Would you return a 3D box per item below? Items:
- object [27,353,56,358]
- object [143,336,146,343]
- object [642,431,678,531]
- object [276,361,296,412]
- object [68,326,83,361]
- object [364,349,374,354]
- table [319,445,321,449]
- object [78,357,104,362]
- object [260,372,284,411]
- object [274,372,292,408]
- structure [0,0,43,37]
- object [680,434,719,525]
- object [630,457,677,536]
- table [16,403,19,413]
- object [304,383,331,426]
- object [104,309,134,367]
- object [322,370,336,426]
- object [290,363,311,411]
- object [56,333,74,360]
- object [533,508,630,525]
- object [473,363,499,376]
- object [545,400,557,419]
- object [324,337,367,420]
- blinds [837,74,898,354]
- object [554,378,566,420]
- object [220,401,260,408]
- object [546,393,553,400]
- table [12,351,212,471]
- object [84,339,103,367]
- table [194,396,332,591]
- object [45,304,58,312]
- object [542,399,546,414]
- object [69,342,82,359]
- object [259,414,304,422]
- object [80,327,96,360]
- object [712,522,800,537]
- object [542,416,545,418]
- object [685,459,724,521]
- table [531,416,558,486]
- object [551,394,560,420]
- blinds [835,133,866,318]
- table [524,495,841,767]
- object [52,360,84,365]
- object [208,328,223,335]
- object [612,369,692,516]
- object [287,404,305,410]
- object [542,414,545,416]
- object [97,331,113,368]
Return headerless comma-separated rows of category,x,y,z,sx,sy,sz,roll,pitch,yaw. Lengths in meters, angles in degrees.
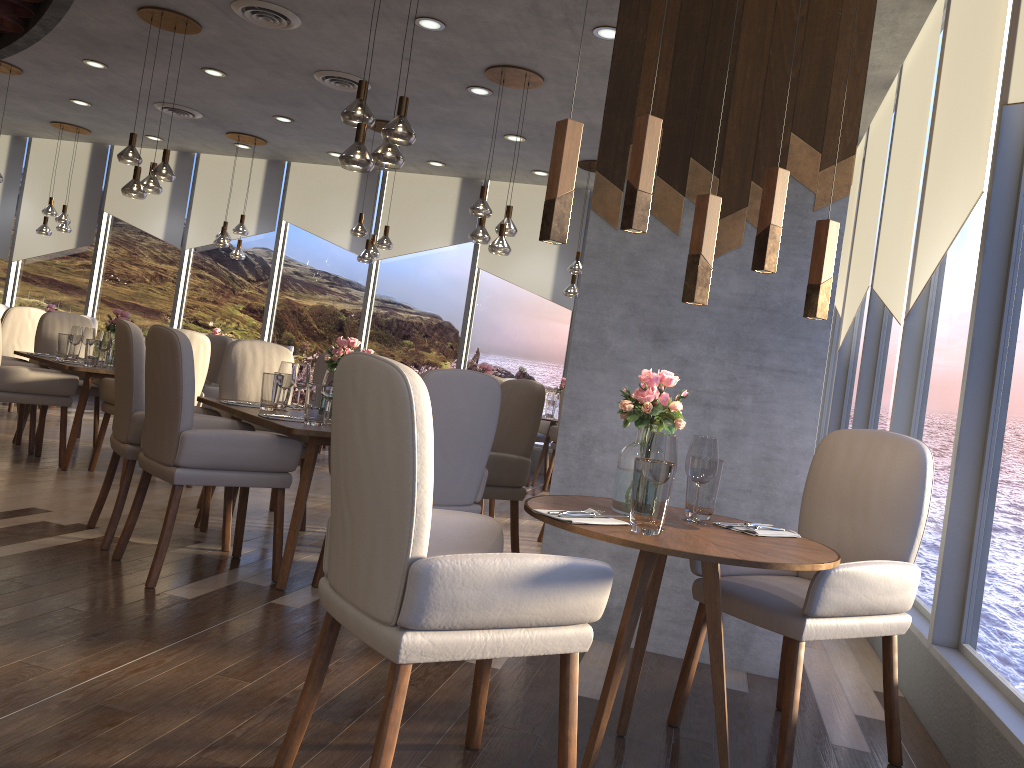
object,-3.309,-0.205,6.324,0.254,0.019,0.158,8,0,-42
object,-2.573,-0.209,6.085,0.092,0.245,0.092,9,-1,-21
object,0.372,0.247,2.279,0.092,0.245,0.092,8,-1,4
object,-1.128,0.012,4.404,0.092,0.245,0.092,8,-1,9
object,-3.130,-0.293,6.351,0.092,0.245,0.092,8,-1,5
object,-1.398,-0.132,8.394,0.210,0.416,0.198,9,-1,-14
table,-1.617,0.381,8.371,0.832,0.662,0.835,9,0,-27
object,-3.172,-0.187,6.712,0.157,0.019,0.255,8,0,-41
object,-1.170,0.040,4.300,0.102,0.178,0.102,8,-1,3
object,-1.205,0.033,4.640,0.102,0.178,0.102,8,-1,-6
structure,-4.712,-2.822,5.554,9.473,0.557,2.747,9,0,43
object,0.530,0.269,2.506,0.092,0.245,0.092,7,-2,36
object,0.340,0.276,2.172,0.102,0.178,0.102,8,-1,-2
table,-5.237,-0.153,8.237,1.309,0.666,0.962,8,0,30
object,-0.846,0.090,3.828,0.102,0.178,0.102,8,-1,-7
object,-2.817,-0.329,6.336,0.209,0.416,0.198,9,-1,-29
object,-0.804,0.062,3.932,0.092,0.245,0.092,8,-1,9
object,-1.100,0.015,4.601,0.092,0.245,0.092,8,-1,16
object,-3.155,-0.263,6.243,0.102,0.178,0.102,9,-1,-26
object,0.192,0.335,2.264,0.254,0.019,0.158,8,0,-38
object,-0.213,0.052,6.532,0.209,0.416,0.198,9,-1,-29
object,0.365,0.246,8.483,0.102,0.178,0.102,9,-1,-15
object,-0.829,-0.026,4.308,0.210,0.416,0.198,9,-1,-9
blinds,2.563,-1.576,6.280,0.007,2.683,1.171,8,-1,13
object,0.509,0.147,8.724,0.197,0.416,0.210,9,-2,-39
object,-1.309,0.099,4.404,0.254,0.019,0.158,8,0,-33
object,0.375,0.213,8.814,0.092,0.245,0.092,8,-1,-6
table,-2.908,0.200,6.313,0.962,0.666,1.310,9,0,-43
object,-2.759,-0.202,5.830,0.102,0.178,0.102,8,-1,14
table,-0.924,0.502,4.315,0.962,0.666,1.309,9,0,-36
object,-5.565,-0.756,10.655,0.210,0.416,0.197,8,-1,36
object,0.275,0.231,8.864,0.102,0.178,0.102,8,-1,31
object,-3.245,-0.278,6.572,0.102,0.178,0.102,9,-1,-35
object,-0.985,0.149,3.932,0.254,0.019,0.158,8,0,-33
object,-3.135,-0.294,6.551,0.092,0.245,0.092,8,-1,29
object,0.678,0.405,2.503,0.254,0.019,0.158,8,0,-34
object,0.231,0.307,8.592,0.254,0.019,0.158,8,0,-31
object,0.560,0.306,2.609,0.102,0.178,0.102,9,-1,-28
table,0.434,0.680,8.691,0.834,0.662,0.833,8,0,0
object,0.411,0.219,8.585,0.092,0.245,0.092,8,-1,-6
blinds,2.885,-1.822,7.503,0.007,2.683,1.171,8,-1,13
table,0.398,0.709,2.383,0.834,0.662,0.833,8,0,4
object,-2.913,-0.145,5.912,0.254,0.019,0.158,8,0,-42
object,-3.270,-0.414,9.736,0.198,0.416,0.210,8,-1,11
object,0.381,0.161,2.483,0.210,0.416,0.198,9,-1,-9
object,-1.110,0.127,4.764,0.157,0.019,0.255,8,0,-32
object,0.384,0.327,8.975,0.157,0.019,0.255,8,0,-26
object,-2.735,-0.232,5.938,0.092,0.245,0.092,8,-1,0
